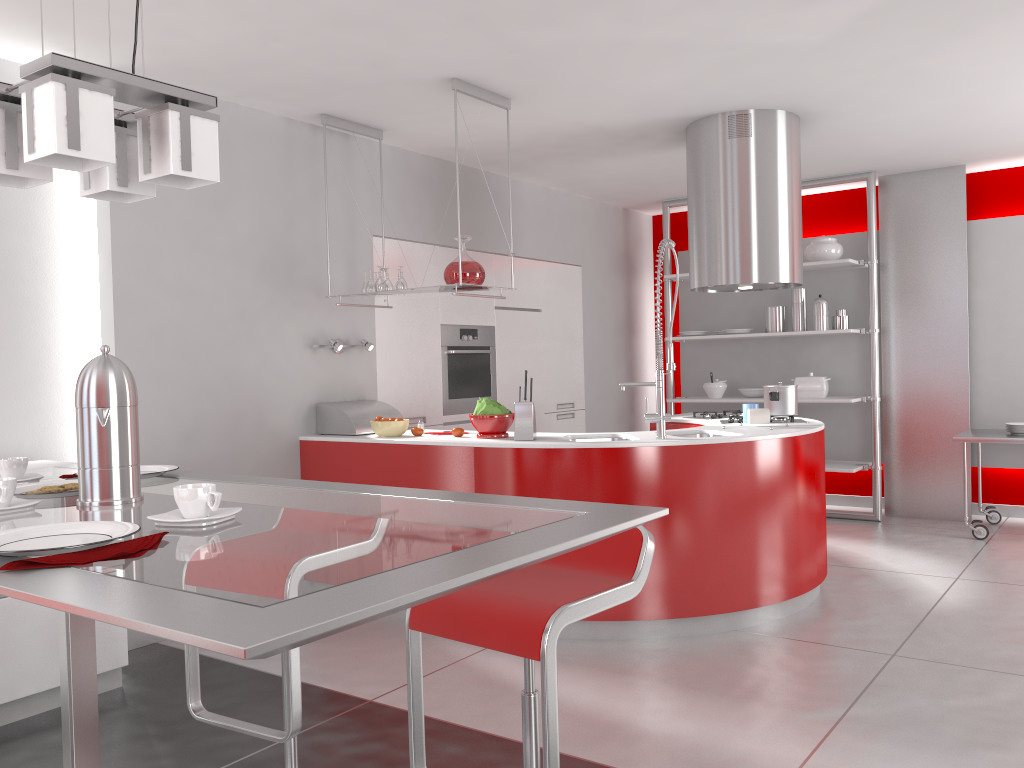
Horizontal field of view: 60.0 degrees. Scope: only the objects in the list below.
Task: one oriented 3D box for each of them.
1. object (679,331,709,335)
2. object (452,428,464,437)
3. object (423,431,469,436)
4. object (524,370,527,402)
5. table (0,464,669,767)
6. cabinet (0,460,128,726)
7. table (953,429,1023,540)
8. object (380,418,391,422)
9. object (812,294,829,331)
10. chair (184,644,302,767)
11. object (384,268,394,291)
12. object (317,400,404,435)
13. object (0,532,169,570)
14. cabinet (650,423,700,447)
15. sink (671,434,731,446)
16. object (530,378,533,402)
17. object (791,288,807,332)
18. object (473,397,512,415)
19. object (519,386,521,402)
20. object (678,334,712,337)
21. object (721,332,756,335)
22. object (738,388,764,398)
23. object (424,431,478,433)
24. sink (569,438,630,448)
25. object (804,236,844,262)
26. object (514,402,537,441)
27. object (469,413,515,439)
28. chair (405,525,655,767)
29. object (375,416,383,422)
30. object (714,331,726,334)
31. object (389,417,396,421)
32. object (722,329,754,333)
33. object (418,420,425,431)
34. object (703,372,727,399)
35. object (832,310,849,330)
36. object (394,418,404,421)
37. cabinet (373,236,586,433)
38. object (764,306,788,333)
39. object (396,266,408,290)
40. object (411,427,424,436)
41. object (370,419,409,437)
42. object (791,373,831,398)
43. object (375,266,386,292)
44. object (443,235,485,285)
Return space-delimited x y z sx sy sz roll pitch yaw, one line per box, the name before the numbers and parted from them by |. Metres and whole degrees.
object | 1.500 -0.409 7.300 0.244 0.042 0.244 -1 1 20
object | -0.272 0.243 4.478 0.064 0.048 0.063 -1 1 14
object | -0.358 0.262 4.731 0.168 0.006 0.266 -2 1 -28
object | 0.064 0.095 4.212 0.014 0.322 0.150 -1 1 7
table | -0.665 0.715 1.563 1.700 1.000 0.800 -1 1 36
cabinet | -2.292 0.793 2.931 0.610 0.880 1.802 -1 1 36
table | 3.796 0.671 5.714 1.627 0.682 0.749 -1 1 37
object | -0.657 0.203 4.634 0.065 0.052 0.062 -1 1 20
object | 2.318 -0.536 6.662 0.115 0.274 0.115 -1 1 28
chair | -0.620 0.767 2.522 0.418 0.857 0.460 -1 1 31
object | -0.664 -0.547 4.733 0.060 0.141 0.060 -1 1 36
object | -0.839 0.183 4.975 0.300 0.170 0.400 -1 1 36
object | -0.512 0.213 1.126 0.095 0.012 0.234 -1 1 34
cabinet | 0.212 0.653 4.956 1.875 0.761 1.025 -2 1 -9
sink | 0.902 0.345 4.283 0.326 0.172 0.428 -2 1 -15
object | 0.090 0.111 4.199 0.012 0.279 0.130 -1 1 7
object | 2.204 -0.563 6.802 0.109 0.329 0.110 -1 1 33
object | -0.090 0.152 4.374 0.198 0.182 0.193 -1 1 41
object | 0.036 0.110 4.207 0.009 0.197 0.091 -1 1 7
object | 1.500 -0.395 7.300 0.280 0.015 0.280 -2 1 -17
object | 1.802 -0.399 7.067 0.280 0.015 0.280 -2 1 -25
object | 1.977 0.073 7.215 0.272 0.072 0.272 -2 1 0
object | -0.304 0.254 4.713 0.375 0.008 0.041 -1 1 12
sink | 0.422 0.359 4.204 0.326 0.172 0.428 -2 1 -3
object | 2.390 -1.025 6.802 0.287 0.222 0.287 -2 1 -10
object | 0.061 0.172 4.186 0.091 0.178 0.137 -1 1 9
object | -0.097 0.206 4.380 0.229 0.118 0.228 -1 1 7
chair | 0.056 0.758 2.030 0.418 0.857 0.460 -1 1 40
object | -0.694 0.199 4.682 0.055 0.058 0.066 -1 1 21
object | 1.800 -0.418 7.357 0.244 0.042 0.244 -1 1 28
object | -0.633 0.202 4.691 0.066 0.049 0.062 -1 1 32
object | 1.801 -0.413 7.066 0.244 0.042 0.244 -1 1 20
object | -0.505 0.232 4.920 0.042 0.066 0.043 -3 1 -41
object | 1.662 0.010 7.256 0.192 0.214 0.192 -1 1 22
object | 2.504 -0.485 6.761 0.127 0.157 0.127 -3 2 -44
object | -0.592 0.202 4.638 0.066 0.049 0.062 0 2 44
cabinet | -0.350 0.097 6.456 0.614 2.026 2.398 -1 1 36
object | 2.067 -0.501 6.957 0.184 0.205 0.172 -1 1 41
object | -0.582 -0.548 4.676 0.060 0.141 0.060 -1 1 36
object | -0.492 0.249 4.610 0.065 0.047 0.063 -1 1 35
object | -0.638 0.233 4.643 0.201 0.086 0.201 -1 1 37
object | 2.314 0.010 6.858 0.282 0.197 0.235 -1 1 26
object | -0.692 -0.545 4.652 0.060 0.141 0.060 -1 1 13
object | -0.244 -0.617 4.508 0.213 0.266 0.213 -2 1 -26
